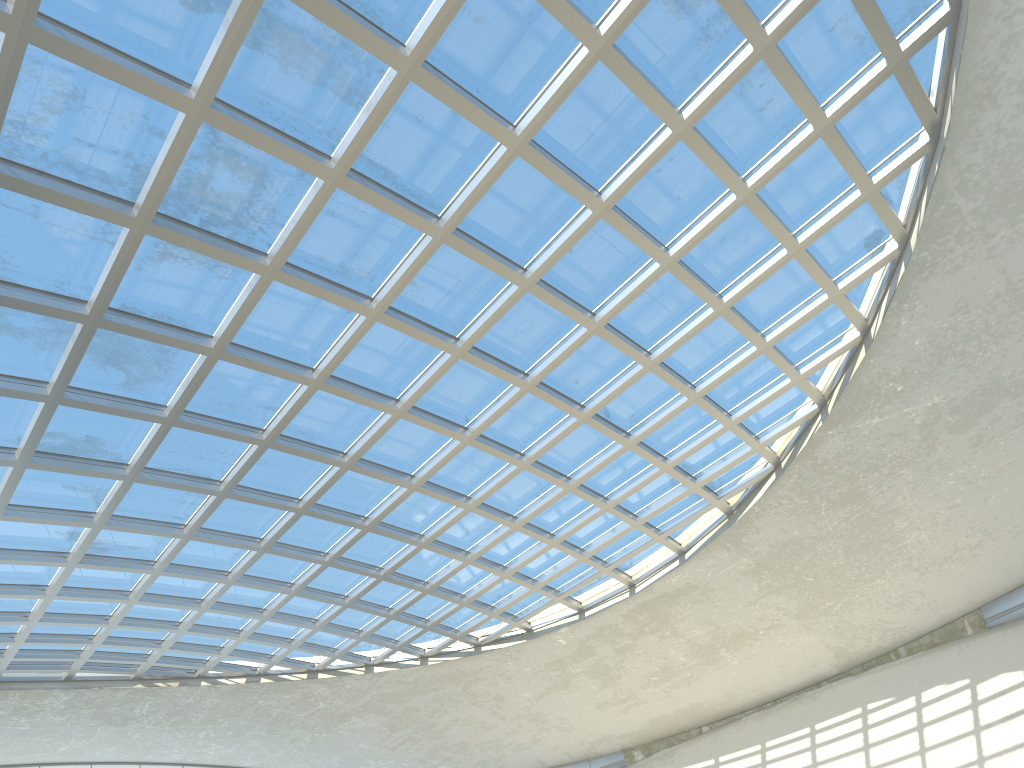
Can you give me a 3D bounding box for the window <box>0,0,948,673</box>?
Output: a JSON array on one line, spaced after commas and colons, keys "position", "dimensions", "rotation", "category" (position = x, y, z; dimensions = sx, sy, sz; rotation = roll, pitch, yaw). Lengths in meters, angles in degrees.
[{"position": [-15.733, 6.394, 44.596], "dimensions": [81.579, 9.778, 87.327], "rotation": [21, -46, -39], "category": "window"}]
